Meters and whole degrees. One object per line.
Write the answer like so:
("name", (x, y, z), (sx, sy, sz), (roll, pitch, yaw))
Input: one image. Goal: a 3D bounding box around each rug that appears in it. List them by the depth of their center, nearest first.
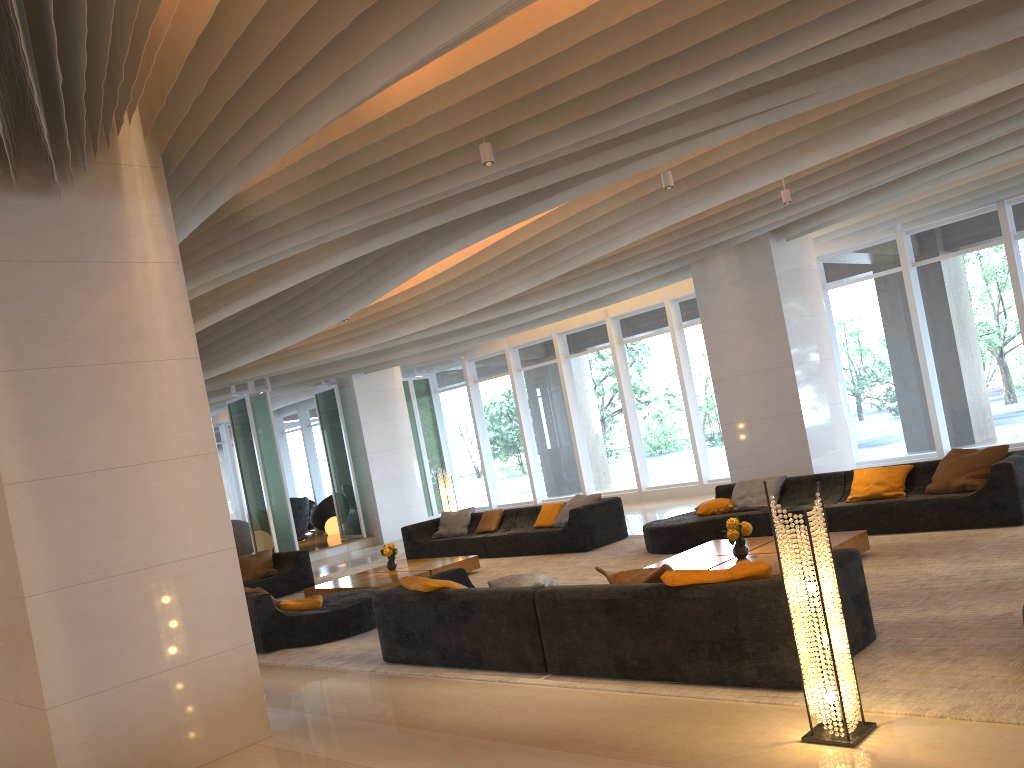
("rug", (1.836, 1.774, 8.012), (16.039, 0.022, 5.581), (-14, -5, 44))

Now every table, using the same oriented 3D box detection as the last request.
("table", (2.037, 1.607, 7.789), (1.583, 0.220, 1.620), (-14, -5, 44))
("table", (-1.526, 2.511, 11.330), (1.583, 0.220, 1.620), (-14, -5, 44))
("table", (-4.965, 3.678, 23.159), (1.093, 0.318, 0.809), (-8, -4, -39))

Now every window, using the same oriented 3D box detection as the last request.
("window", (3.048, -0.048, 12.480), (54.247, 3.217, 22.267), (-11, -4, 9))

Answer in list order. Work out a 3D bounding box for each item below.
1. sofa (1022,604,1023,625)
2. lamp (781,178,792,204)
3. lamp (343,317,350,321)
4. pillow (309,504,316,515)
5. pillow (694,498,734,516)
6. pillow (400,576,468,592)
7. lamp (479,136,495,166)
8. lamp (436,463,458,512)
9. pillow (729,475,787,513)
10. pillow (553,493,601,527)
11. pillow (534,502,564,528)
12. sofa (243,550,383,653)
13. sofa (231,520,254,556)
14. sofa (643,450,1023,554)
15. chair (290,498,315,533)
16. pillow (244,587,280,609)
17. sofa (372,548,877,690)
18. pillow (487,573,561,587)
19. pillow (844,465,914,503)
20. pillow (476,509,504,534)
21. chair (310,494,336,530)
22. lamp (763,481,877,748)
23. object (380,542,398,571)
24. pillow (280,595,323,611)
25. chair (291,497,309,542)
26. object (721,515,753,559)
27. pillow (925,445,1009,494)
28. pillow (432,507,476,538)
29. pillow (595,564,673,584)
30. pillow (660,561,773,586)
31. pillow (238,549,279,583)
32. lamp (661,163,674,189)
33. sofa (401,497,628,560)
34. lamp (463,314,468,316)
("sofa", (3.318, 0.918, 3.675), (2.228, 0.576, 1.371), (-14, -4, 44))
("lamp", (2.755, -2.641, 9.322), (0.088, 1.505, 0.090), (-11, 0, 35))
("lamp", (-2.265, -1.554, 11.367), (0.089, 1.505, 0.089), (-11, 0, -1))
("pillow", (-5.541, 3.401, 24.068), (0.507, 0.408, 0.461), (-10, -2, -19))
("pillow", (2.355, 1.444, 10.366), (0.447, 0.192, 0.589), (-11, -3, 9))
("pillow", (-0.521, 1.663, 7.004), (0.552, 0.377, 0.634), (-10, -3, -24))
("lamp", (-0.302, -2.260, 6.136), (0.088, 1.505, 0.090), (-11, 0, 35))
("lamp", (-1.057, 2.037, 14.983), (0.247, 1.450, 0.253), (-11, 0, 44))
("pillow", (2.779, 1.290, 10.086), (0.657, 0.416, 0.467), (-13, -3, 44))
("pillow", (0.876, 1.718, 12.085), (0.552, 0.377, 0.634), (-10, -3, -24))
("pillow", (0.516, 1.837, 12.426), (0.326, 0.312, 0.403), (-9, -3, -44))
("sofa", (-2.799, 2.501, 10.849), (5.032, 0.653, 2.860), (-14, -5, 44))
("sofa", (-6.644, 3.437, 18.972), (2.557, 0.900, 1.113), (-11, -2, 3))
("sofa", (3.206, 1.297, 9.373), (4.097, 0.582, 1.368), (-14, -4, 43))
("chair", (-5.794, 3.529, 23.829), (1.534, 1.005, 1.125), (-9, -3, -33))
("pillow", (-2.529, 2.191, 9.024), (0.332, 0.311, 0.419), (-9, -3, -44))
("sofa", (0.502, 1.613, 6.216), (3.735, 0.582, 0.953), (-14, -4, 44))
("pillow", (0.163, 1.557, 6.440), (0.425, 0.377, 0.580), (-9, -3, -44))
("pillow", (3.764, 1.058, 9.113), (0.630, 0.394, 0.455), (-13, -3, 43))
("pillow", (-0.332, 2.052, 13.268), (0.403, 0.312, 0.326), (-13, -3, 42))
("chair", (-4.390, 3.172, 22.417), (1.536, 1.005, 1.124), (-8, -3, -43))
("lamp", (1.379, 1.008, 4.038), (0.247, 1.197, 0.253), (-11, 0, 44))
("object", (-1.587, 2.231, 11.532), (0.237, 0.377, 0.264), (-11, -1, -14))
("pillow", (-2.128, 2.217, 8.982), (0.412, 0.135, 0.415), (-10, -3, -12))
("chair", (-5.333, 3.256, 20.916), (1.129, 1.005, 1.529), (-11, -3, 17))
("object", (1.942, 1.310, 7.608), (0.238, 0.377, 0.263), (-10, -1, -24))
("pillow", (4.396, 0.825, 8.587), (0.552, 0.377, 0.634), (-10, -3, -24))
("pillow", (-0.908, 2.171, 13.858), (0.633, 0.377, 0.552), (-12, -3, 22))
("pillow", (0.874, 1.337, 5.726), (0.449, 0.409, 0.594), (-9, -3, -44))
("pillow", (1.264, 1.210, 5.231), (0.633, 0.377, 0.552), (-12, -3, 22))
("pillow", (-3.779, 2.662, 12.959), (0.644, 0.377, 0.543), (-10, -3, -24))
("lamp", (1.229, -2.450, 7.738), (0.088, 1.505, 0.089), (-11, 0, 17))
("sofa", (-0.075, 2.145, 12.873), (3.735, 0.582, 0.953), (-14, -4, 44))
("lamp", (-0.826, -1.734, 12.865), (0.089, 1.505, 0.089), (-11, 0, -1))
